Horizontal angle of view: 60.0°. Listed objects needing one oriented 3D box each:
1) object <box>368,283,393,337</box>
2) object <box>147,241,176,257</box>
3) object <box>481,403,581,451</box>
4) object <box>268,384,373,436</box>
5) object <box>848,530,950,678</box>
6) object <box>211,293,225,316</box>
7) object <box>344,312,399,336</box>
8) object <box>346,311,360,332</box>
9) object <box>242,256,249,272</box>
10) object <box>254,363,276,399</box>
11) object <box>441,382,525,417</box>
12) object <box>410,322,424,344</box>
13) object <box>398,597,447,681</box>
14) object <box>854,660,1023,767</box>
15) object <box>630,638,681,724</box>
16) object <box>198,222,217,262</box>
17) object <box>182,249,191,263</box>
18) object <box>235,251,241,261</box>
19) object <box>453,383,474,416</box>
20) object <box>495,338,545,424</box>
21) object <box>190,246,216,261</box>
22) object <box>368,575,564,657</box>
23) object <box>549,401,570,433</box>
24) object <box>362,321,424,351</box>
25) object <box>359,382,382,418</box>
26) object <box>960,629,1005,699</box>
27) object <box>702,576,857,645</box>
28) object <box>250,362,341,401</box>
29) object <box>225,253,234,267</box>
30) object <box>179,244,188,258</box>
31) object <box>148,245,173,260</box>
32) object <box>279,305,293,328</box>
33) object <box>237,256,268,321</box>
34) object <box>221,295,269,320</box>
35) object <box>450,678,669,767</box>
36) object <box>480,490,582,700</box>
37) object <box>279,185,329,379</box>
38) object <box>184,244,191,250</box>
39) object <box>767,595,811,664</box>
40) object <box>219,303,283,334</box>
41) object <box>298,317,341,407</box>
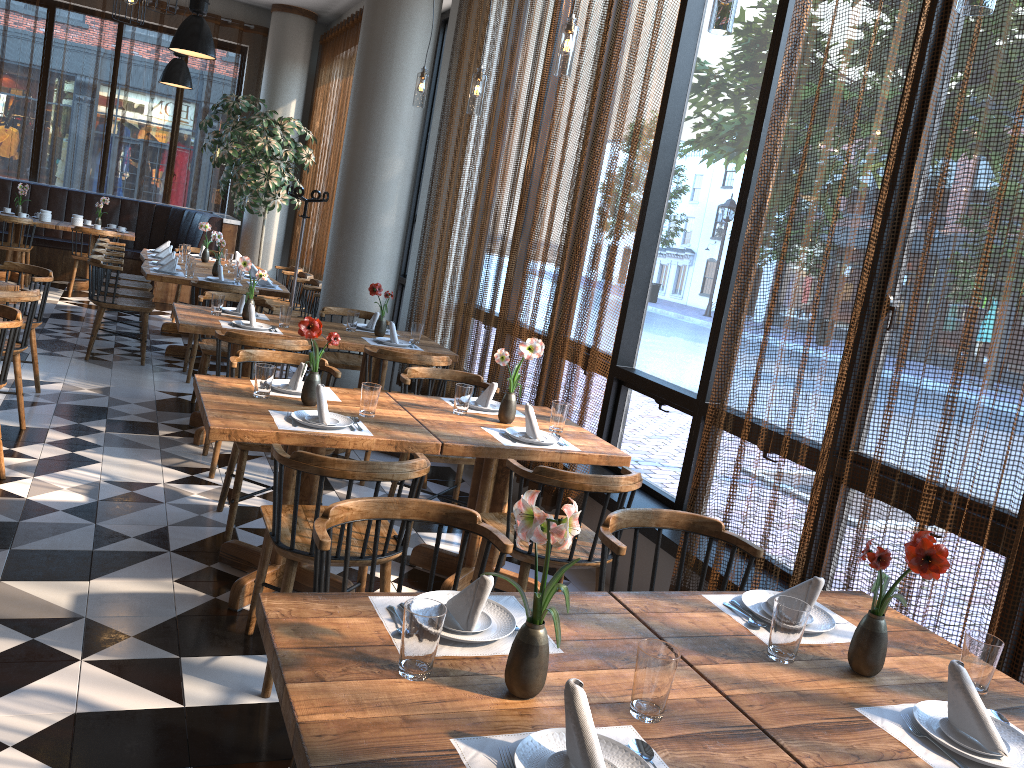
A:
[{"bbox_3d":[-0.896,-0.499,5.922,0.171,0.353,0.157,10,8,-2],"label":"object"},{"bbox_3d":[-3.596,-1.412,9.102,0.271,0.136,0.354,6,10,-24],"label":"object"},{"bbox_3d":[0.090,0.164,3.713,0.351,0.136,0.274,6,10,-24],"label":"object"},{"bbox_3d":[-0.715,0.081,3.349,0.351,0.136,0.274,6,10,-24],"label":"object"},{"bbox_3d":[0.845,0.487,1.950,0.172,0.353,0.156,17,10,41],"label":"object"},{"bbox_3d":[-1.856,-0.499,5.578,0.080,0.131,0.080,4,10,-39],"label":"object"},{"bbox_3d":[-0.970,-0.444,6.179,0.351,0.136,0.274,6,10,-24],"label":"object"},{"bbox_3d":[-1.069,-0.418,5.934,0.080,0.131,0.080,10,8,0],"label":"object"},{"bbox_3d":[-2.640,-1.203,8.886,0.271,0.136,0.354,6,10,-24],"label":"object"},{"bbox_3d":[-1.008,-0.011,3.595,0.080,0.131,0.080,4,10,-39],"label":"object"},{"bbox_3d":[-0.121,0.045,4.193,0.351,0.136,0.274,6,10,-24],"label":"object"},{"bbox_3d":[-0.641,-0.341,5.934,0.080,0.131,0.080,10,8,0],"label":"object"},{"bbox_3d":[-0.169,0.473,1.633,0.080,0.131,0.080,4,10,-39],"label":"object"},{"bbox_3d":[0.925,0.646,1.759,0.351,0.136,0.274,6,10,-24],"label":"object"},{"bbox_3d":[0.259,0.550,1.633,0.080,0.131,0.080,4,10,-39],"label":"object"},{"bbox_3d":[-3.093,-1.437,8.989,0.206,0.398,0.147,7,8,-26],"label":"object"},{"bbox_3d":[-3.138,-1.229,8.523,0.080,0.131,0.080,4,10,-39],"label":"object"},{"bbox_3d":[-2.876,-1.339,9.438,0.271,0.136,0.354,6,10,-24],"label":"object"},{"bbox_3d":[-0.222,0.071,3.950,0.080,0.131,0.080,12,8,10],"label":"object"},{"bbox_3d":[0.012,-0.017,3.905,0.206,0.398,0.147,7,8,-21],"label":"object"},{"bbox_3d":[-3.276,-1.398,9.362,0.351,0.136,0.274,6,10,-24],"label":"object"},{"bbox_3d":[-0.091,0.443,1.875,0.351,0.136,0.274,6,10,-24],"label":"object"},{"bbox_3d":[0.207,0.148,3.951,0.080,0.131,0.080,12,8,10],"label":"object"},{"bbox_3d":[-0.759,-0.325,5.699,0.351,0.136,0.274,6,10,-24],"label":"object"},{"bbox_3d":[-0.579,0.066,3.595,0.080,0.131,0.080,4,10,-39],"label":"object"},{"bbox_3d":[1.045,0.631,1.989,0.080,0.131,0.080,9,8,-10],"label":"object"},{"bbox_3d":[0.714,0.526,2.239,0.351,0.136,0.274,6,10,-24],"label":"object"},{"bbox_3d":[-0.926,-0.038,3.829,0.351,0.136,0.274,6,10,-24],"label":"object"},{"bbox_3d":[-2.861,-1.252,8.952,0.080,0.131,0.080,4,10,-39],"label":"object"},{"bbox_3d":[-3.354,-1.353,9.028,0.080,0.131,0.080,4,10,-39],"label":"object"},{"bbox_3d":[-3.373,-1.283,8.580,0.271,0.136,0.354,6,10,-24],"label":"object"},{"bbox_3d":[-1.427,-0.422,5.578,0.080,0.131,0.080,4,10,-39],"label":"object"},{"bbox_3d":[-1.655,-0.602,5.585,0.147,0.398,0.207,14,9,29],"label":"object"},{"bbox_3d":[-1.775,-0.527,5.815,0.351,0.136,0.274,6,10,-24],"label":"object"},{"bbox_3d":[0.120,0.563,1.395,0.351,0.136,0.274,6,10,-24],"label":"object"},{"bbox_3d":[0.033,0.376,1.607,0.146,0.398,0.208,6,9,-32],"label":"object"},{"bbox_3d":[-1.698,-0.688,6.862,0.374,1.650,0.377,4,10,-42],"label":"object"},{"bbox_3d":[-3.359,-1.373,9.138,0.080,0.131,0.080,4,10,-39],"label":"object"},{"bbox_3d":[0.617,0.554,1.989,0.080,0.131,0.080,9,8,-10],"label":"object"},{"bbox_3d":[-1.564,-0.408,5.335,0.351,0.136,0.274,6,10,-24],"label":"object"},{"bbox_3d":[-0.816,-0.096,3.626,0.156,0.353,0.172,3,11,-45],"label":"object"}]
